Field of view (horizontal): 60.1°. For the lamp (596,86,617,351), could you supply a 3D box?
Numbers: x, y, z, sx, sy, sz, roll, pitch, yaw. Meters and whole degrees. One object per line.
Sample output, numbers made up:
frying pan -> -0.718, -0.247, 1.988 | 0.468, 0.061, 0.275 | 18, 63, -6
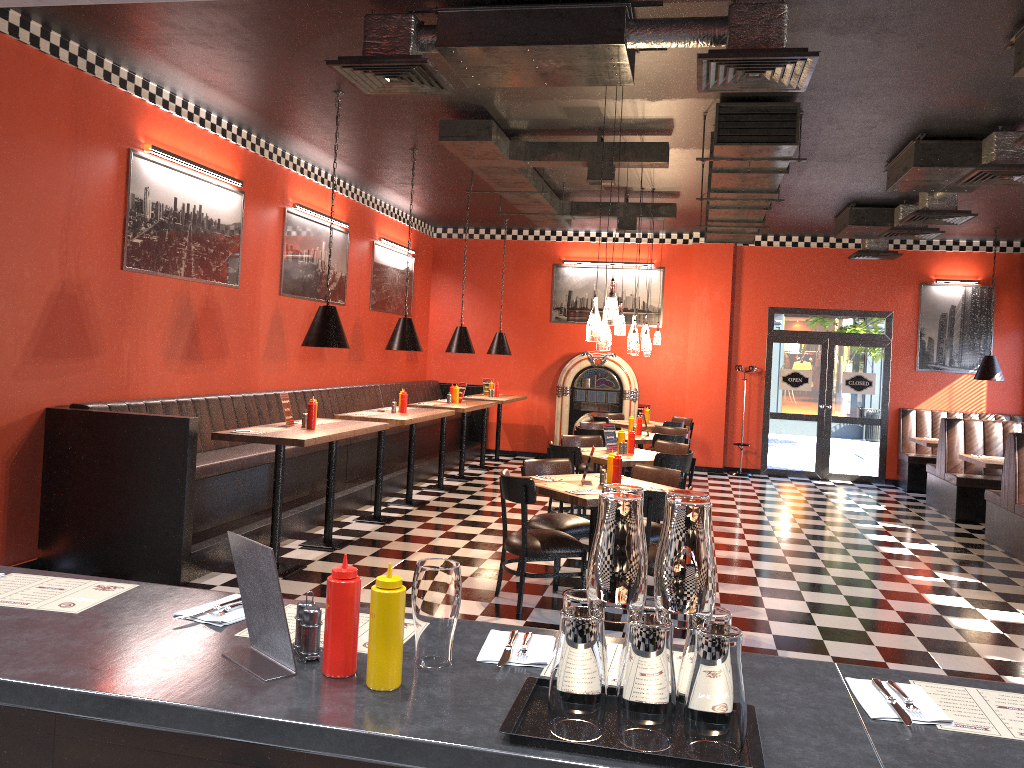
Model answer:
lamp -> 0.691, -1.214, 6.224 | 0.108, 1.966, 0.108 | 3, -1, -32

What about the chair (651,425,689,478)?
chair -> 1.815, 0.951, 10.622 | 0.487, 0.868, 0.544 | 3, 0, 35

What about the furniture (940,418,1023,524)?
furniture -> 5.999, 1.037, 10.301 | 1.710, 1.155, 0.705 | 3, 0, 12

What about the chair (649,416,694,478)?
chair -> 2.285, 0.905, 12.648 | 0.544, 0.868, 0.487 | 3, 0, -24

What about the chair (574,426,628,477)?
chair -> 0.981, 0.926, 10.074 | 0.544, 0.868, 0.487 | 3, 0, -38

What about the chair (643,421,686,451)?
chair -> 2.039, 0.916, 11.964 | 0.545, 0.868, 0.486 | 3, 0, 44

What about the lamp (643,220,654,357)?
lamp -> 1.950, -1.366, 12.511 | 0.108, 1.966, 0.108 | 3, -1, -7

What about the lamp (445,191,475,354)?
lamp -> -0.596, -1.409, 11.128 | 0.381, 2.045, 0.382 | 3, -1, -37

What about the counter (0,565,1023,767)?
counter -> -0.491, 0.591, 1.902 | 7.043, 0.050, 0.675 | 3, 2, 12

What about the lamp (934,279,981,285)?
lamp -> 6.532, -1.501, 13.003 | 0.610, 0.056, 0.081 | 3, 1, 12

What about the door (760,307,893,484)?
door -> 4.740, 0.155, 13.375 | 1.801, 2.573, 0.128 | 3, -1, 12

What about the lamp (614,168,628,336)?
lamp -> 1.067, -1.441, 8.389 | 0.108, 1.966, 0.108 | 3, -1, -16

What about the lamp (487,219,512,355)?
lamp -> -0.140, -1.461, 13.323 | 0.381, 2.045, 0.382 | 3, -1, -37

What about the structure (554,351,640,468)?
structure -> 1.325, 0.367, 13.801 | 1.295, 1.769, 0.500 | 3, 0, 12

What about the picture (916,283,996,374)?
picture -> 6.519, -0.816, 13.024 | 1.024, 1.302, 0.016 | 3, -1, 12

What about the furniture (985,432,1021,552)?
furniture -> 5.656, 1.076, 8.653 | 1.710, 1.155, 0.705 | 3, 0, 12

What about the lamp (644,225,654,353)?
lamp -> 1.942, -1.421, 12.389 | 0.108, 1.966, 0.108 | 3, -1, -36

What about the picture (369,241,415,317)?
picture -> -1.718, -1.489, 12.855 | 0.023, 0.940, 1.769 | 3, 1, 12

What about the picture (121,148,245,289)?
picture -> -2.793, -1.366, 7.683 | 0.023, 0.940, 1.769 | 3, 1, 12

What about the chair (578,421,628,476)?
chair -> 1.081, 0.907, 10.781 | 0.486, 0.868, 0.545 | 3, 0, -41

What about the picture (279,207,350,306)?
picture -> -2.256, -1.428, 10.269 | 0.023, 0.940, 1.769 | 3, 1, 12

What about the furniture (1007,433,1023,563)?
furniture -> 5.512, 1.092, 7.963 | 1.710, 1.155, 0.705 | 3, 0, 12

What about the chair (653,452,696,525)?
chair -> 1.322, 1.020, 7.896 | 0.486, 0.868, 0.545 | 3, 0, -36

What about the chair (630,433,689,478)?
chair -> 1.657, 0.968, 9.890 | 0.486, 0.868, 0.545 | 3, 0, -29

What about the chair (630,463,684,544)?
chair -> 0.937, 1.048, 6.478 | 0.544, 0.868, 0.487 | 3, 0, -39

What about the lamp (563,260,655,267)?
lamp -> 1.531, -1.913, 14.051 | 1.445, 0.056, 0.081 | 3, 1, 12

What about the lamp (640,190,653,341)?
lamp -> 1.618, -1.484, 10.461 | 0.108, 1.966, 0.108 | 3, -1, -32

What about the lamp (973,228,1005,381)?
lamp -> 6.418, -1.068, 11.832 | 0.381, 2.045, 0.382 | 3, -1, -30

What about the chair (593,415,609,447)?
chair -> 1.356, 0.874, 12.137 | 0.544, 0.868, 0.486 | 3, 0, -13

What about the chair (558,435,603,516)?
chair -> 0.747, 0.959, 8.788 | 0.486, 0.868, 0.545 | 3, 0, -24

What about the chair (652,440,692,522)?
chair -> 1.423, 1.000, 8.604 | 0.544, 0.868, 0.487 | 3, 0, -33

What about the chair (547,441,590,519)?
chair -> 0.589, 0.976, 8.056 | 0.544, 0.868, 0.487 | 3, 0, -30

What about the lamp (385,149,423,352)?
lamp -> -1.042, -1.358, 8.984 | 0.381, 2.045, 0.382 | 3, -1, -37

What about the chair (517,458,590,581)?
chair -> 0.342, 1.014, 6.588 | 0.486, 0.868, 0.545 | 3, 0, -38

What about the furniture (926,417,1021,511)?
furniture -> 6.142, 1.020, 10.992 | 1.710, 1.155, 0.705 | 3, 0, 12

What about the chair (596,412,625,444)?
chair -> 1.466, 0.859, 12.733 | 0.486, 0.868, 0.545 | 3, 0, -24

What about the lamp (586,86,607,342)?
lamp -> 0.614, -1.274, 6.130 | 0.108, 1.966, 0.108 | 3, -1, -1

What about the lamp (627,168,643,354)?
lamp -> 1.178, -1.259, 8.258 | 0.108, 1.966, 0.108 | 3, -1, 23

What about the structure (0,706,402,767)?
structure -> -0.456, 1.128, 2.199 | 7.043, 1.040, 0.215 | 3, 0, 12

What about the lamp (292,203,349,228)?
lamp -> -2.200, -1.940, 10.262 | 0.081, 0.056, 1.444 | 3, 2, 12

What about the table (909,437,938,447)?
table -> 6.296, 1.190, 11.814 | 1.692, 0.774, 0.956 | 3, 1, 12

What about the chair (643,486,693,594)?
chair -> 0.853, 1.072, 5.658 | 0.486, 0.868, 0.545 | 3, 0, -39

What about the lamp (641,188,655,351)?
lamp -> 1.606, -1.368, 10.329 | 0.108, 1.966, 0.108 | 3, -1, -6

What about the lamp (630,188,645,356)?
lamp -> 1.481, -1.315, 10.340 | 0.108, 1.966, 0.108 | 3, -1, 23

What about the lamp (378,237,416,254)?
lamp -> -1.662, -2.002, 12.852 | 0.081, 0.056, 1.444 | 3, 2, 12

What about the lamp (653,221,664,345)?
lamp -> 2.078, -1.527, 12.384 | 0.108, 1.966, 0.108 | 2, -1, 44

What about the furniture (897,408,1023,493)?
furniture -> 6.485, 0.981, 12.639 | 1.710, 1.155, 0.705 | 3, 0, 12

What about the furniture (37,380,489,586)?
furniture -> -1.807, 0.633, 10.262 | 1.104, 1.149, 8.756 | 3, 2, 12

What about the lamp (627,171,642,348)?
lamp -> 1.192, -1.322, 8.382 | 0.108, 1.966, 0.108 | 3, -1, -36

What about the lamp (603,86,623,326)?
lamp -> 0.724, -1.378, 6.052 | 0.108, 1.966, 0.108 | 3, -1, 3

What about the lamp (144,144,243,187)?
lamp -> -2.733, -1.879, 7.698 | 0.081, 0.056, 1.444 | 3, 2, 12

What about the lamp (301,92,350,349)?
lamp -> -1.436, -1.313, 7.087 | 0.381, 2.045, 0.382 | 3, -1, -37

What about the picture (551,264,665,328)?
picture -> 1.511, -1.404, 14.073 | 1.770, 0.940, 0.023 | 3, -1, 12

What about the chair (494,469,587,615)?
chair -> 0.169, 1.028, 5.905 | 0.544, 0.868, 0.487 | 3, 0, -21
